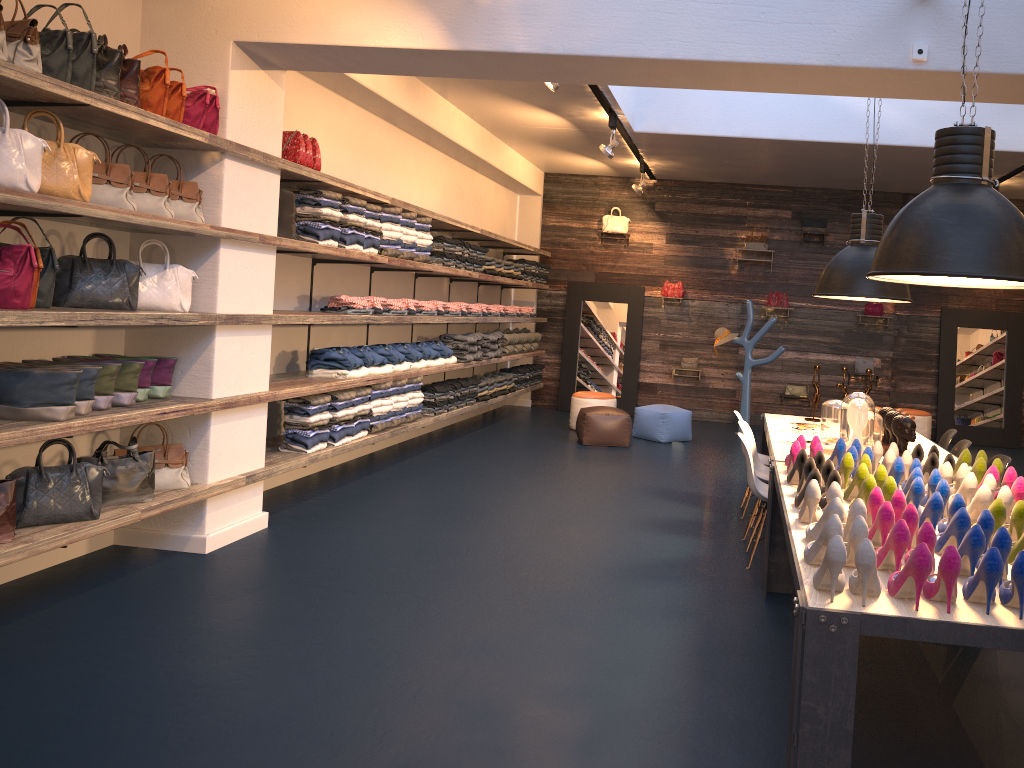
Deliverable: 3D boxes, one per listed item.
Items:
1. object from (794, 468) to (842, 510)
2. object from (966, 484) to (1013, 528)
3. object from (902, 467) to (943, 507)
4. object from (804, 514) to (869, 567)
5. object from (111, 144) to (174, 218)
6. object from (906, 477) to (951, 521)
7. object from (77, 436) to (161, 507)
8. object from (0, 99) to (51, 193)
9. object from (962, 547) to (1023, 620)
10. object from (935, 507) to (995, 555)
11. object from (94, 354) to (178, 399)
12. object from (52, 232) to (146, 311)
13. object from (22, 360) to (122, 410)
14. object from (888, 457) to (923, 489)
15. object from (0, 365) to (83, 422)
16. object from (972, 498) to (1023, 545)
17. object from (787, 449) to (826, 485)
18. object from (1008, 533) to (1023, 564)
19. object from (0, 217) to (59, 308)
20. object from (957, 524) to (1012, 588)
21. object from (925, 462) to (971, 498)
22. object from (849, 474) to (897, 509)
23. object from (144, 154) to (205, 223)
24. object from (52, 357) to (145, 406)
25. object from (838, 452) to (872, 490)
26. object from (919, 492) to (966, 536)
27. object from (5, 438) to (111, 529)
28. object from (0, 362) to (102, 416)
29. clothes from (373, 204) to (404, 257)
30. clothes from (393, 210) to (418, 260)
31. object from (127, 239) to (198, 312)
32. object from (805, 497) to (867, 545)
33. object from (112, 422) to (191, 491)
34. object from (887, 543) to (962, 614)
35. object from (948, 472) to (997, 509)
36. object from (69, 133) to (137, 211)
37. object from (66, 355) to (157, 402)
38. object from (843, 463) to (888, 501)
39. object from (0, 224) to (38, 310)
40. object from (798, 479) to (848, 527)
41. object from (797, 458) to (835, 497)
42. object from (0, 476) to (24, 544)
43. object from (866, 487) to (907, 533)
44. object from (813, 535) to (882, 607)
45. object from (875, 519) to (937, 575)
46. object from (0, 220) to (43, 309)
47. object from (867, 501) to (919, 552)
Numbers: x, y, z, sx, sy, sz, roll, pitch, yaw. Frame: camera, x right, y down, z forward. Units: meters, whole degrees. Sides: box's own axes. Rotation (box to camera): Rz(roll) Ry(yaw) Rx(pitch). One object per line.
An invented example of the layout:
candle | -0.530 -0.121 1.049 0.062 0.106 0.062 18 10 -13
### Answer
object | 1.306 0.441 3.679 0.199 0.195 0.246 4 4 7
object | 1.971 0.496 3.594 0.197 0.195 0.249 5 4 11
object | 1.840 0.459 3.900 0.197 0.195 0.249 5 4 11
object | 1.063 0.502 2.829 0.201 0.195 0.243 4 3 3
object | -1.932 -1.034 4.417 0.415 0.366 0.164 1 3 -39
object | 1.741 0.475 3.644 0.203 0.195 0.249 5 4 11
object | -1.959 0.434 4.346 0.407 0.338 0.200 1 3 -39
object | -2.111 -0.977 3.498 0.461 0.385 0.177 1 3 -42
object | 1.428 0.555 2.532 0.193 0.195 0.254 5 4 19
object | 1.606 0.518 3.075 0.198 0.195 0.247 4 4 9
object | -2.053 -0.038 4.732 0.430 0.235 0.173 3 2 -10
object | -2.066 -0.564 4.344 0.177 0.385 0.461 6 3 45
object | -2.117 0.009 4.168 0.437 0.235 0.170 3 3 -17
object | 1.884 0.436 4.181 0.197 0.195 0.249 5 4 11
object | -2.110 0.041 3.800 0.430 0.231 0.173 3 3 -11
object | 1.858 0.516 3.297 0.197 0.195 0.249 5 4 11
object | 1.441 0.401 4.212 0.197 0.195 0.249 5 4 11
object | 1.826 0.540 3.010 0.199 0.195 0.246 4 4 7
object | -2.211 -0.549 3.902 0.311 0.410 0.128 3 1 -21
object | 1.520 0.535 2.818 0.197 0.195 0.249 5 4 11
object | 2.081 0.454 4.136 0.199 0.195 0.246 4 4 7
object | 1.518 0.461 3.623 0.197 0.195 0.249 5 4 11
object | -1.865 -1.053 4.669 0.415 0.366 0.164 1 3 -39
object | -2.082 -0.006 4.359 0.432 0.235 0.172 3 3 -12
object | 1.659 0.418 4.206 0.195 0.195 0.251 5 4 14
object | 1.649 0.497 3.339 0.197 0.195 0.249 5 4 11
object | -2.070 0.434 3.954 0.177 0.385 0.461 6 3 45
object | -2.122 0.024 3.979 0.439 0.231 0.169 3 3 -19
clothes | -1.077 -1.266 7.164 0.255 0.455 0.352 5 3 24
clothes | -0.990 -1.290 7.491 0.255 0.455 0.352 5 3 24
object | -1.915 -0.581 4.648 0.460 0.385 0.178 2 3 -36
object | 1.164 0.484 3.102 0.204 0.195 0.240 4 3 -2
object | -1.949 0.390 4.689 0.415 0.366 0.164 1 3 -39
object | 1.210 0.540 2.532 0.198 0.195 0.247 4 4 9
object | 2.061 0.477 3.871 0.197 0.195 0.249 5 4 11
object | -2.006 -1.014 4.138 0.415 0.366 0.164 1 3 -39
object | -2.095 -0.023 4.539 0.437 0.235 0.170 3 3 -17
object | 1.604 0.441 3.910 0.197 0.195 0.249 5 4 11
object | -2.160 -0.495 3.622 0.202 0.361 0.266 5 3 36
object | 1.225 0.460 3.408 0.192 0.195 0.254 5 4 20
object | 1.398 0.423 3.949 0.193 0.195 0.254 5 4 19
object | -2.199 0.492 3.519 0.407 0.338 0.199 1 3 -42
object | 1.441 0.481 3.346 0.193 0.195 0.254 5 4 19
object | 0.987 0.522 2.544 0.194 0.195 0.252 5 4 17
object | 1.283 0.519 2.817 0.197 0.195 0.249 5 4 11
object | -2.206 -0.522 3.754 0.211 0.384 0.271 5 3 33
object | 1.361 0.499 3.086 0.194 0.195 0.252 5 4 16
